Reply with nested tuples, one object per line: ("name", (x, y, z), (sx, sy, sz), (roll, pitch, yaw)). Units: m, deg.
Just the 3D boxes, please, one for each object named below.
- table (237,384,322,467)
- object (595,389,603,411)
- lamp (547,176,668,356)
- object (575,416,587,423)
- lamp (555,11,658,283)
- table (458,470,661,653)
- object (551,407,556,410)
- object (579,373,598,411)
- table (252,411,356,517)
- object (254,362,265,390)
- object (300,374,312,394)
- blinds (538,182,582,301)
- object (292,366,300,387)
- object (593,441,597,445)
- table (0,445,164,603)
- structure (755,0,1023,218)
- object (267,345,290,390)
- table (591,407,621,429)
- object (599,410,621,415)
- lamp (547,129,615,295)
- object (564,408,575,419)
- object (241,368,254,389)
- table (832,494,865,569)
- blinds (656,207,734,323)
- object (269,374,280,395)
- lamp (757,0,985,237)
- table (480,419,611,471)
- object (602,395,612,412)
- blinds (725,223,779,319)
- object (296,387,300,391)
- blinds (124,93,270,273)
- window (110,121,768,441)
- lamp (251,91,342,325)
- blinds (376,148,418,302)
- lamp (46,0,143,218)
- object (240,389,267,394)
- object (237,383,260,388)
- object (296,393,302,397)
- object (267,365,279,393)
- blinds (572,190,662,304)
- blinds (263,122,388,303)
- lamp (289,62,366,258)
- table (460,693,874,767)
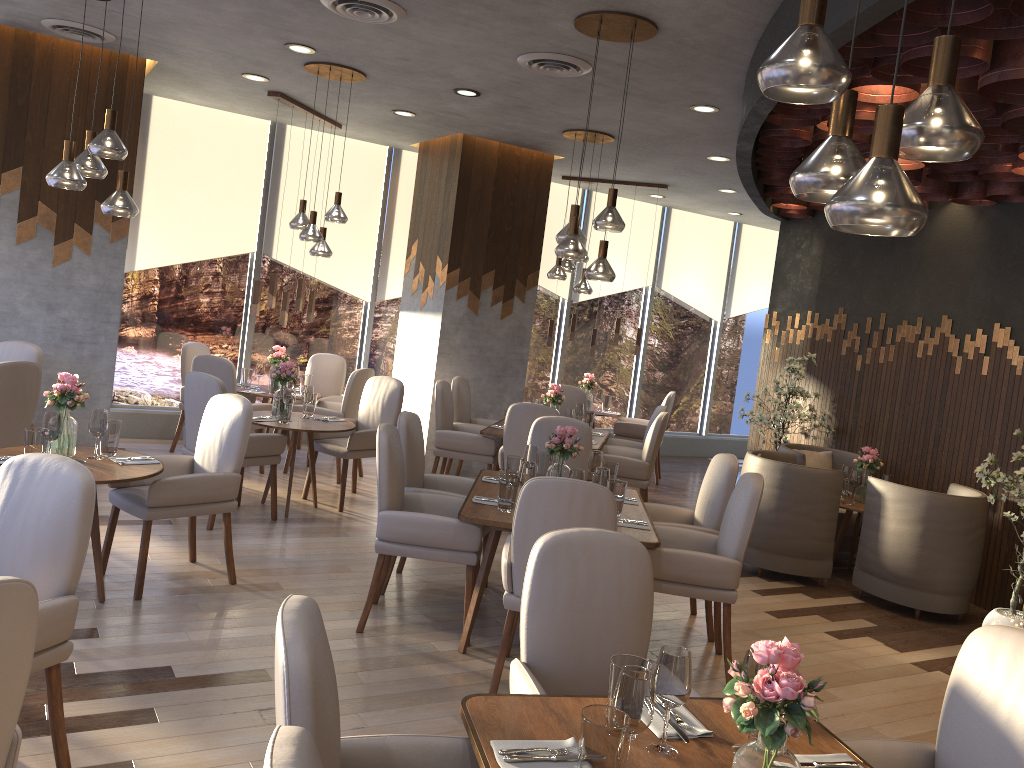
("table", (-2.178, 0.393, 8.025), (0.833, 0.661, 0.836), (6, 4, -10))
("object", (0.966, 0.177, 9.889), (0.092, 0.244, 0.092), (5, 4, -40))
("lamp", (1.004, -1.267, 9.764), (1.162, 1.928, 0.118), (8, 3, 14))
("object", (0.566, 0.364, 7.376), (0.102, 0.178, 0.102), (4, 4, -41))
("lamp", (0.461, -1.219, 4.676), (0.439, 1.324, 0.440), (6, 3, -26))
("table", (0.212, 0.960, 4.781), (0.965, 0.664, 1.309), (7, 4, 3))
("object", (0.308, 0.312, 7.215), (0.092, 0.244, 0.092), (6, 3, -28))
("object", (0.833, 0.086, 9.743), (0.210, 0.415, 0.197), (10, 4, 37))
("table", (-1.601, 0.592, 6.494), (0.836, 0.661, 0.833), (10, 5, 34))
("object", (-2.274, -0.073, 7.981), (0.092, 0.244, 0.092), (9, 4, 37))
("object", (-1.878, 0.003, 8.069), (0.102, 0.178, 0.102), (5, 4, -28))
("blinds", (0.336, -2.366, 10.328), (1.172, 2.676, 0.007), (5, 3, -31))
("object", (-1.976, -0.039, 8.029), (0.092, 0.244, 0.092), (8, 3, 18))
("object", (0.567, 0.458, 7.214), (0.255, 0.019, 0.157), (8, 5, 13))
("table", (-2.167, 0.703, 4.299), (0.835, 0.661, 0.834), (9, 4, 19))
("structure", (2.675, -1.390, 3.621), (2.754, 0.556, 9.473), (7, 5, -1))
("object", (-2.121, -0.143, 8.027), (0.210, 0.415, 0.198), (6, 3, -18))
("table", (0.762, 0.607, 9.898), (0.833, 0.661, 0.836), (4, 5, -40))
("object", (1.073, 0.312, 9.783), (0.255, 0.019, 0.157), (8, 5, 8))
("lamp", (0.564, -1.441, 7.516), (0.440, 1.324, 0.439), (10, 4, 44))
("object", (0.470, 0.322, 7.331), (0.092, 0.244, 0.092), (5, 4, -35))
("object", (-2.377, -0.049, 7.936), (0.102, 0.178, 0.102), (8, 3, 8))
("table", (2.583, 1.158, 6.622), (0.833, 0.561, 0.836), (4, 5, -38))
("blinds", (2.472, -2.180, 11.598), (1.172, 2.676, 0.007), (5, 3, -31))
("object", (-2.078, 0.004, 7.756), (0.102, 0.178, 0.102), (10, 4, 40))
("lamp", (0.725, -0.936, 1.661), (0.439, 1.324, 0.440), (8, 3, 8))
("table", (0.282, 0.735, 7.603), (0.965, 0.664, 1.308), (8, 4, 10))
("object", (1.057, 0.217, 9.943), (0.102, 0.178, 0.102), (10, 5, 44))
("blinds", (3.551, -2.164, 12.229), (1.172, 2.676, 0.007), (5, 3, -31))
("object", (-2.037, 0.047, 8.268), (0.157, 0.019, 0.255), (9, 5, 20))
("blinds", (-2.923, -2.311, 8.432), (1.172, 2.676, 0.007), (5, 3, -31))
("window", (-1.970, -0.936, 5.929), (8.068, 3.193, 16.136), (8, 5, 14))
("lamp", (-1.937, -1.485, 7.924), (0.118, 1.928, 1.162), (8, 3, 14))
("blinds", (-0.784, -2.158, 9.700), (1.172, 2.676, 0.007), (5, 3, -31))
("lamp", (-1.922, -1.478, 4.192), (0.439, 1.324, 0.440), (6, 3, -28))
("object", (-2.252, 0.063, 7.749), (0.157, 0.019, 0.255), (8, 5, 14))
("object", (-2.402, 0.014, 8.106), (0.255, 0.019, 0.157), (8, 5, 12))
("object", (-1.885, 0.096, 7.907), (0.255, 0.019, 0.157), (8, 5, 16))
("object", (-2.115, -0.042, 7.855), (0.092, 0.244, 0.092), (9, 4, 33))
("blinds", (1.403, -2.262, 10.963), (1.172, 2.676, 0.007), (5, 3, -31))
("blinds", (-1.855, -2.222, 9.067), (1.172, 2.676, 0.007), (5, 3, -31))
("lamp", (-1.352, -1.589, 6.399), (0.439, 1.324, 0.440), (6, 3, -23))
("table", (0.433, 1.237, 1.760), (0.964, 0.664, 1.311), (6, 4, -14))
